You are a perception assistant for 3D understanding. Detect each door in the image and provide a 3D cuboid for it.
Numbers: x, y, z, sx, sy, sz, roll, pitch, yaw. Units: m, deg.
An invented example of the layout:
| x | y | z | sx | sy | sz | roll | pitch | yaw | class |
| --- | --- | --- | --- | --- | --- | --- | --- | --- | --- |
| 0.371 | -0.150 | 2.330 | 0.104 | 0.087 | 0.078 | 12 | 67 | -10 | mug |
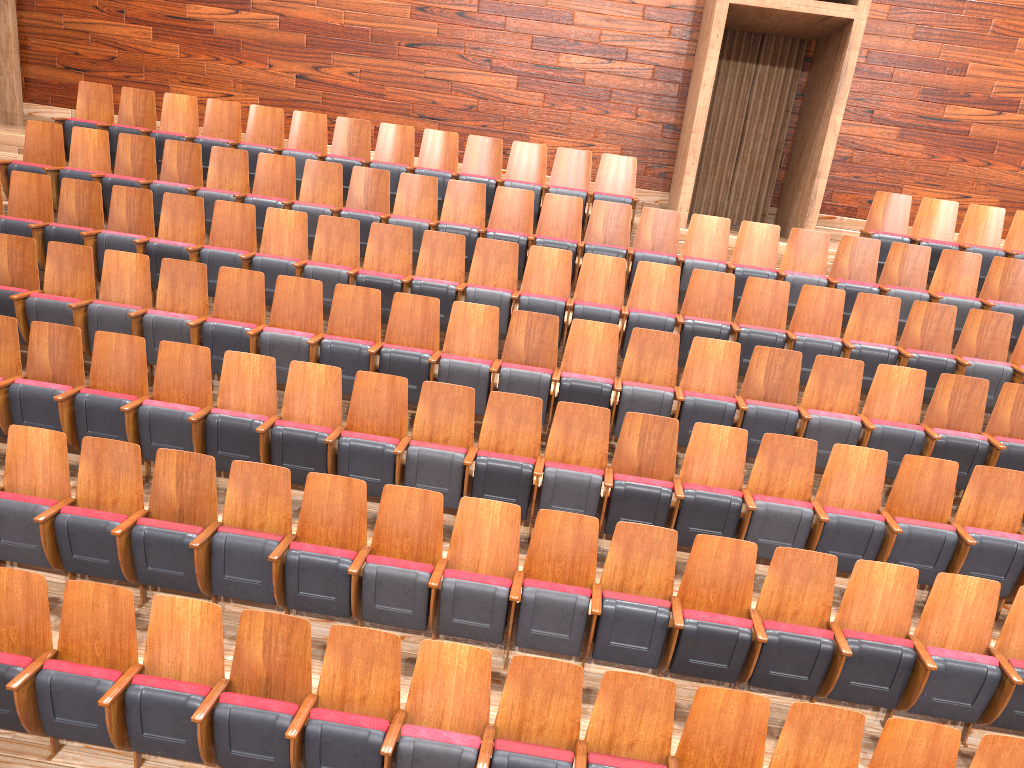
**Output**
| x | y | z | sx | sy | sz | roll | pitch | yaw | class |
| --- | --- | --- | --- | --- | --- | --- | --- | --- | --- |
| -0.511 | -0.367 | 0.807 | 0.024 | 0.250 | 0.134 | 9 | 20 | 4 | door |

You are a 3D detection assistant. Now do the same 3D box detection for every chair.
| x | y | z | sx | sy | sz | roll | pitch | yaw | class |
| --- | --- | --- | --- | --- | --- | --- | --- | --- | --- |
| 0.139 | 0.097 | 0.448 | 1.182 | 0.389 | 0.741 | 9 | 16 | 3 | chair |

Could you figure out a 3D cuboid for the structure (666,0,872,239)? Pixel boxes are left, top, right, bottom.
| x | y | z | sx | sy | sz | roll | pitch | yaw | class |
| --- | --- | --- | --- | --- | --- | --- | --- | --- | --- |
| 0.224 | -0.300 | 0.755 | 0.116 | 0.343 | 0.138 | 9 | 20 | 4 | structure |
